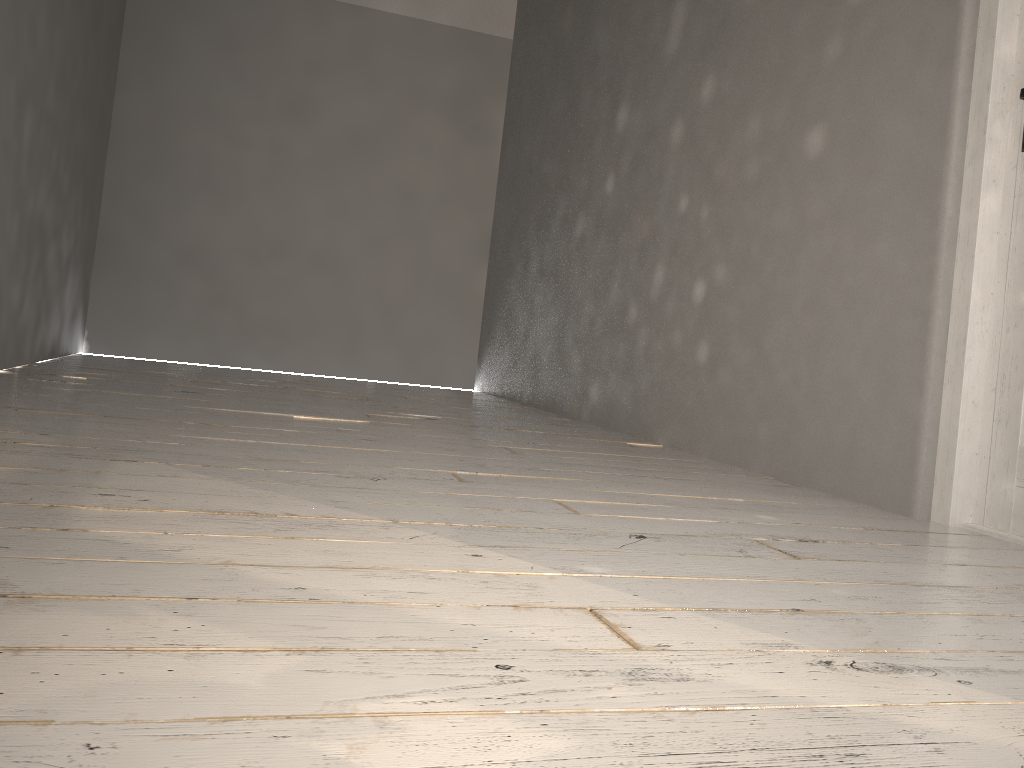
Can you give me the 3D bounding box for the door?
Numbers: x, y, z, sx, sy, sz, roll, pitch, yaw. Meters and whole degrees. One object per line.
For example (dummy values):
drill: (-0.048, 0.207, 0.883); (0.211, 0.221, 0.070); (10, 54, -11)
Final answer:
door: (1.455, -0.746, 1.869); (0.177, 2.310, 1.038); (7, -1, -18)
